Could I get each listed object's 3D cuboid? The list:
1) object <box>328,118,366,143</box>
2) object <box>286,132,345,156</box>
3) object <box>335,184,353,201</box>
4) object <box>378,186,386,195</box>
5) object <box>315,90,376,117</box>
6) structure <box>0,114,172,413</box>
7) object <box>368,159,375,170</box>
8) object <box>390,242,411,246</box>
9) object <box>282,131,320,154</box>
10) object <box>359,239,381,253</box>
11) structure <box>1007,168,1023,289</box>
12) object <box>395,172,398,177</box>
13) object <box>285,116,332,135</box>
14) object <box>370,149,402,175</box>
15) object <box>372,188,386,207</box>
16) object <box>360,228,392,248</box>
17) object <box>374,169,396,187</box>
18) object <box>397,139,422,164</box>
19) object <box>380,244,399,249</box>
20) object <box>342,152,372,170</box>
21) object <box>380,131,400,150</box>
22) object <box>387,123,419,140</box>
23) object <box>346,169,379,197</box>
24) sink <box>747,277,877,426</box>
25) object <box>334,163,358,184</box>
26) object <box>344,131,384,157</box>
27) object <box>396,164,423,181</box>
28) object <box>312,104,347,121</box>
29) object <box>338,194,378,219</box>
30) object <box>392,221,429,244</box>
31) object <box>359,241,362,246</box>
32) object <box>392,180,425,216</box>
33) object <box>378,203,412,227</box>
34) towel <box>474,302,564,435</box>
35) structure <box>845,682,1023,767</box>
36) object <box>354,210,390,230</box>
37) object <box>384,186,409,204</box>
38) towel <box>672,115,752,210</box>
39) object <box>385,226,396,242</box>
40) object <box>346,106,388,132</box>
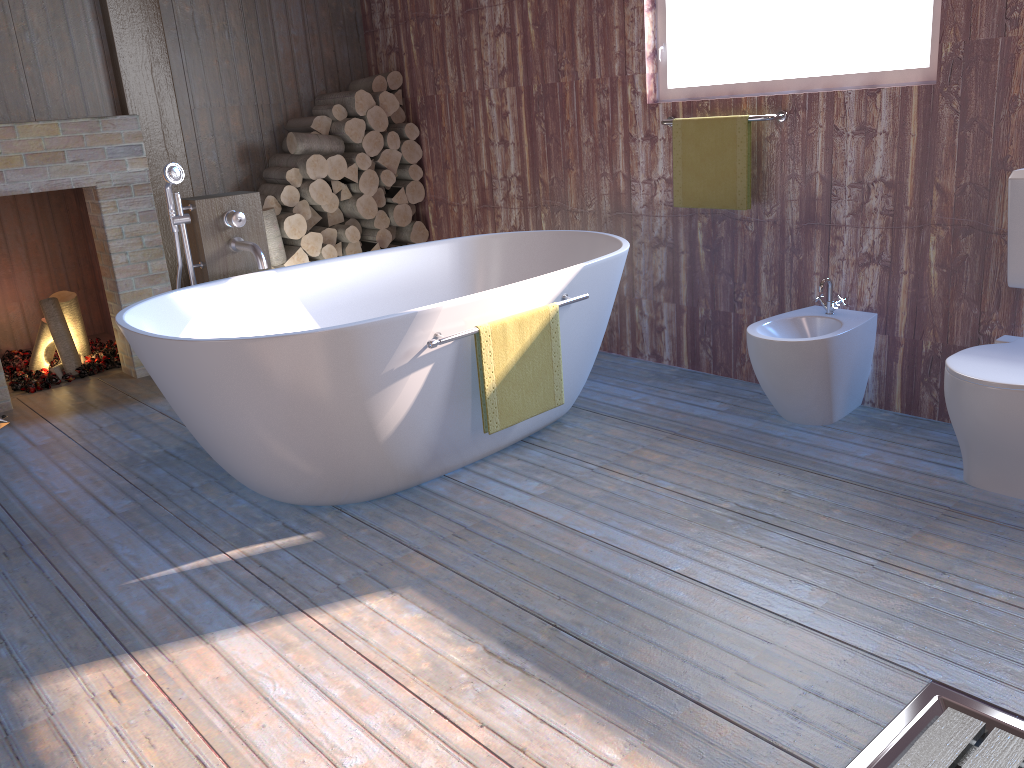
[{"bbox_3d":[-1.010,-1.440,5.047,0.139,0.148,0.458,-19,22,-37],"label":"object"},{"bbox_3d":[-1.074,-1.310,4.856,0.302,0.157,0.121,-18,22,-37],"label":"object"},{"bbox_3d":[-1.024,-1.109,5.095,0.085,0.096,0.280,-18,22,-37],"label":"object"},{"bbox_3d":[-0.825,-1.141,5.244,0.065,0.069,0.177,-19,23,-38],"label":"object"},{"bbox_3d":[-0.956,-1.594,5.059,0.135,0.139,0.456,-18,22,-37],"label":"object"},{"bbox_3d":[-2.289,-0.581,4.316,1.130,1.330,0.226,-19,22,-38],"label":"structure"},{"bbox_3d":[-0.897,-1.253,5.140,0.095,0.090,0.278,-18,22,-36],"label":"object"},{"bbox_3d":[-0.710,-0.850,5.512,0.114,0.113,0.301,-20,23,-40],"label":"object"},{"bbox_3d":[-1.185,-1.356,5.015,0.113,0.130,0.291,-18,22,-37],"label":"object"},{"bbox_3d":[-0.927,-0.802,5.249,0.115,0.112,0.423,-19,22,-37],"label":"object"},{"bbox_3d":[1.685,-0.461,2.635,0.182,0.363,0.358,-18,22,-37],"label":"structure"},{"bbox_3d":[-0.780,-1.270,5.332,0.088,0.092,0.280,-18,22,-37],"label":"object"},{"bbox_3d":[-1.153,-1.451,5.023,0.140,0.121,0.319,-18,22,-36],"label":"object"},{"bbox_3d":[-0.848,-1.310,5.239,0.172,0.151,0.482,-18,22,-37],"label":"object"},{"bbox_3d":[-0.874,-1.099,5.209,0.111,0.118,0.302,-19,23,-38],"label":"object"},{"bbox_3d":[-0.844,-0.873,5.269,0.116,0.117,0.289,-20,23,-40],"label":"object"},{"bbox_3d":[-0.849,-1.219,5.219,0.102,0.109,0.438,-19,22,-37],"label":"object"},{"bbox_3d":[-0.722,-1.390,5.299,0.147,0.152,0.439,-19,22,-37],"label":"object"},{"bbox_3d":[-0.813,-0.785,5.368,0.138,0.147,0.440,-19,22,-37],"label":"object"},{"bbox_3d":[-0.968,-1.282,5.093,0.102,0.109,0.438,-19,22,-37],"label":"object"},{"bbox_3d":[-0.813,-1.424,5.202,0.089,0.106,0.437,-18,22,-37],"label":"object"},{"bbox_3d":[-0.719,-1.500,5.270,0.102,0.109,0.438,-19,22,-37],"label":"object"},{"bbox_3d":[-0.944,-1.166,5.148,0.136,0.157,0.439,-18,22,-37],"label":"object"},{"bbox_3d":[1.084,-0.112,3.259,0.515,0.517,0.335,-18,22,-37],"label":"sink"},{"bbox_3d":[-1.030,-1.192,5.059,0.109,0.124,0.424,-19,22,-38],"label":"object"},{"bbox_3d":[-0.918,-1.377,5.121,0.143,0.151,0.440,-19,22,-37],"label":"object"},{"bbox_3d":[-0.704,-1.278,5.338,0.102,0.109,0.438,-19,22,-37],"label":"object"},{"bbox_3d":[-1.023,-1.520,4.977,0.094,0.097,0.227,-18,22,-37],"label":"object"},{"bbox_3d":[-0.967,-1.037,5.159,0.141,0.143,0.437,-20,23,-39],"label":"object"},{"bbox_3d":[-0.707,-0.941,5.445,0.139,0.137,0.455,-20,23,-39],"label":"object"},{"bbox_3d":[-0.943,-0.825,5.211,0.054,0.056,0.146,-19,22,-37],"label":"object"},{"bbox_3d":[-0.706,-1.119,5.388,0.137,0.256,0.439,-19,22,-37],"label":"object"},{"bbox_3d":[-0.785,-1.022,5.337,0.137,0.133,0.437,-20,23,-39],"label":"object"},{"bbox_3d":[0.032,-0.055,2.925,0.032,0.361,0.370,13,24,44],"label":"towel"},{"bbox_3d":[0.827,0.859,1.176,1.000,0.067,1.000,-19,22,-38],"label":"structure"},{"bbox_3d":[-0.857,-0.975,5.239,0.114,0.113,0.301,-20,23,-40],"label":"object"},{"bbox_3d":[-0.789,-1.132,5.297,0.115,0.112,0.423,-19,22,-37],"label":"object"},{"bbox_3d":[0.802,-0.890,3.579,0.032,0.361,0.370,-19,22,-38],"label":"towel"},{"bbox_3d":[-0.845,-0.925,5.433,0.118,0.106,0.319,-20,23,-40],"label":"object"},{"bbox_3d":[-0.899,-1.517,5.105,0.141,0.143,0.437,-20,23,-39],"label":"object"}]
